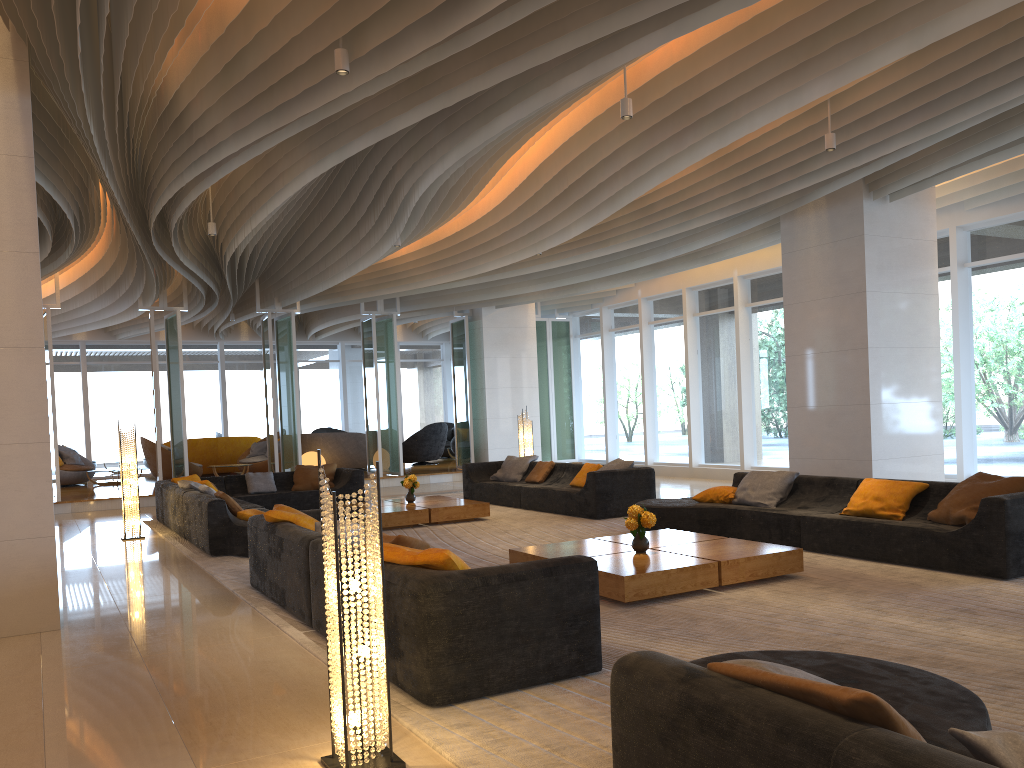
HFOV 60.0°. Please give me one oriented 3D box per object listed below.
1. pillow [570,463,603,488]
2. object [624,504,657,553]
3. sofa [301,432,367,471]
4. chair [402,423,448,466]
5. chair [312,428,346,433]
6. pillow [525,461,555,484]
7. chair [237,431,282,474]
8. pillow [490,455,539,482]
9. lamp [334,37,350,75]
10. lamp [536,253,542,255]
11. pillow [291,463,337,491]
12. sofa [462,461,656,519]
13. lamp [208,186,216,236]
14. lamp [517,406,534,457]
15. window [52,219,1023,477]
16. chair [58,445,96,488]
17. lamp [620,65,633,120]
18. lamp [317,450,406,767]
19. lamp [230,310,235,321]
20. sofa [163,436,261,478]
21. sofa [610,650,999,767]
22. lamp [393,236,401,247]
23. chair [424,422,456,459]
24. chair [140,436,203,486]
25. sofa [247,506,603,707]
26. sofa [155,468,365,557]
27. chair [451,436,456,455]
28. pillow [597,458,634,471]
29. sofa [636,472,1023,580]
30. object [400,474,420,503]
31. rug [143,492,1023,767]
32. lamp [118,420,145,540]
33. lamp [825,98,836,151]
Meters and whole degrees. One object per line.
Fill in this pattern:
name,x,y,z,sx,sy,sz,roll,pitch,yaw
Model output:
pillow,0.978,1.205,11.714,0.326,0.312,0.402,-2,-1,-27
object,0.957,1.073,6.639,0.237,0.377,0.264,-3,0,-7
sofa,-4.010,1.542,20.141,2.534,0.902,1.121,-3,-1,21
chair,-2.180,1.464,21.630,1.119,1.006,1.540,-3,-1,34
chair,-4.299,1.573,22.136,1.118,1.006,1.542,-3,-1,44
pillow,0.403,1.268,12.778,0.326,0.312,0.402,-2,-1,-31
chair,-5.380,1.526,19.501,1.154,1.006,1.493,-2,-1,-41
pillow,0.022,1.282,13.516,0.628,0.378,0.556,-3,-1,39
lamp,-1.103,-2.716,5.578,0.090,1.507,0.087,-4,2,-38
lamp,0.331,-2.539,12.240,0.088,1.507,0.090,-2,1,16
pillow,-3.003,1.411,13.493,0.641,0.378,0.545,-2,-1,-7
sofa,0.515,1.411,12.333,0.954,0.582,3.725,-2,-2,-28
lamp,-3.455,-2.453,10.110,0.088,1.507,0.090,-2,1,16
lamp,0.235,1.083,14.630,0.253,1.452,0.246,-3,1,-29
window,3.623,-0.320,10.913,53.758,3.222,22.434,-3,-2,26
chair,-9.607,1.686,18.897,1.128,1.006,1.529,-3,-1,14
lamp,0.833,-2.760,6.676,0.088,1.507,0.090,-2,2,34
lamp,-0.590,0.842,3.338,0.253,1.199,0.246,-3,1,-29
lamp,-5.788,-2.062,18.236,0.090,1.507,0.088,-3,1,-20
sofa,-6.909,1.669,20.203,2.602,0.902,1.092,-1,-1,-39
sofa,1.133,1.034,2.439,1.373,0.577,2.222,-2,-2,-29
lamp,-1.488,-2.498,11.216,0.088,1.507,0.090,-2,1,16
chair,-1.784,1.552,24.583,1.531,1.006,1.126,-2,-1,-16
chair,-6.893,1.537,17.991,1.148,1.006,1.501,-2,-1,-21
sofa,-0.848,1.234,5.726,0.954,0.582,3.725,-2,-2,-28
sofa,-2.689,1.472,11.176,2.863,0.654,5.018,-1,-2,-29
chair,-0.839,1.448,22.804,1.537,1.006,1.121,-2,-1,-26
pillow,1.231,1.150,11.276,0.549,0.378,0.636,-2,-1,-7
sofa,2.668,1.163,7.982,1.370,0.583,4.085,-2,-2,-30
object,-1.312,1.344,11.473,0.236,0.377,0.266,-2,0,3
rug,0.915,1.503,7.093,5.588,0.022,15.996,-1,-2,-29
lamp,-4.653,1.156,10.790,0.253,1.452,0.246,-3,1,-29
lamp,2.761,-2.804,7.758,0.090,1.507,0.087,-4,2,-38
